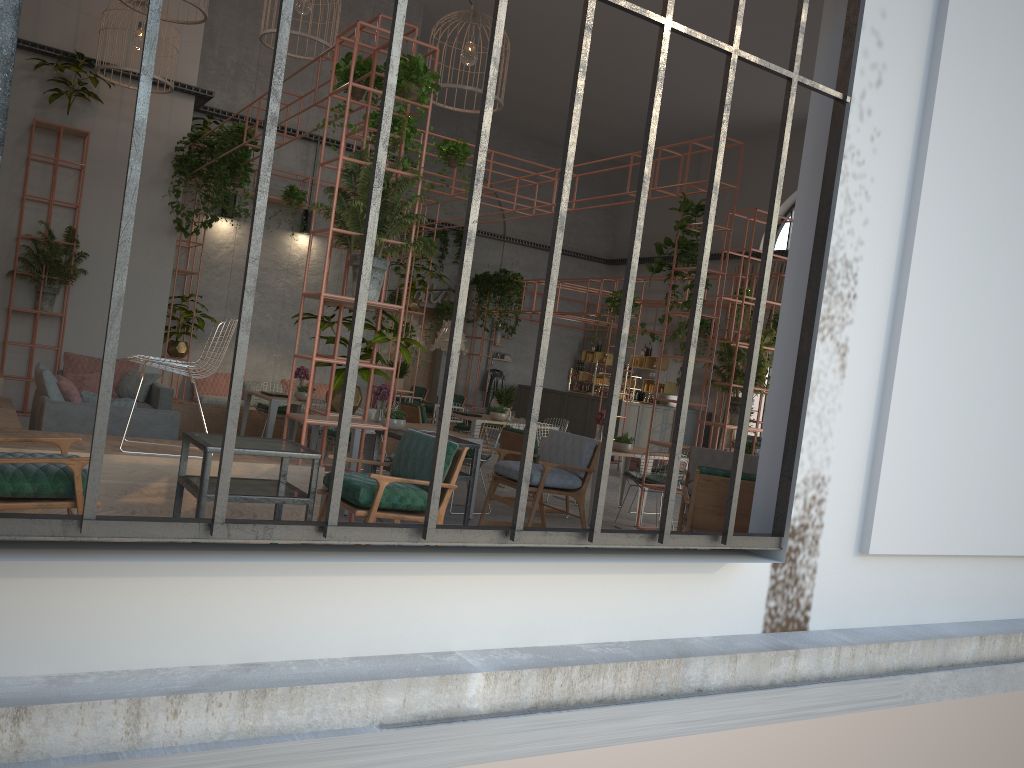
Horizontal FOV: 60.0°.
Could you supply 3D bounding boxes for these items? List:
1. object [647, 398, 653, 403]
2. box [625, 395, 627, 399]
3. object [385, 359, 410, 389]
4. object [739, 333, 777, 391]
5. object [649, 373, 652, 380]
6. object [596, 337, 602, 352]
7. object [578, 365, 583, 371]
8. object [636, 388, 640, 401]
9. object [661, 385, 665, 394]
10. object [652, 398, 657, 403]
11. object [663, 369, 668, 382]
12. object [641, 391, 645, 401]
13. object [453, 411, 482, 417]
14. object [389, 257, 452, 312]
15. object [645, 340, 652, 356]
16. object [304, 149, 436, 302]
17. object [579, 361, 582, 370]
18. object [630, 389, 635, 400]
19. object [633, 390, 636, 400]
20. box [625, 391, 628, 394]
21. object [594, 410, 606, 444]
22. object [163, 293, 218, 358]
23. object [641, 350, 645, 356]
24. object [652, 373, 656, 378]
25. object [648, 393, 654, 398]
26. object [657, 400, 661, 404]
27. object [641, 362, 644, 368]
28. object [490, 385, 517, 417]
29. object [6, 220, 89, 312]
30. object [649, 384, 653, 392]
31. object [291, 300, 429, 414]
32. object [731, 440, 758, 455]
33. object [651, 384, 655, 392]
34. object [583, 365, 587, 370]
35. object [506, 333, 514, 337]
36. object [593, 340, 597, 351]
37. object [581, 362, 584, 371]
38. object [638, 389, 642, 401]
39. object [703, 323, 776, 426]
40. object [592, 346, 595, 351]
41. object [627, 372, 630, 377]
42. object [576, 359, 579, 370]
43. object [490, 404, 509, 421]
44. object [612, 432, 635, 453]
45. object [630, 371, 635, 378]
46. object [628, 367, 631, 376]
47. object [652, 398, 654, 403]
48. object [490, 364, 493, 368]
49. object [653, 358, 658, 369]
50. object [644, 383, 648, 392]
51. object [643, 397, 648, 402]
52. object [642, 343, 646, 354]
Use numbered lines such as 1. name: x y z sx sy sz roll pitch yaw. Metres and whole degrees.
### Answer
1. object: 3.129 0.372 20.119 0.115 0.107 0.115 8 1 25
2. box: 2.670 0.303 20.846 0.058 0.093 0.122 7 1 -32
3. object: -1.820 -0.179 14.187 0.438 0.527 0.368 7 1 -32
4. object: 3.839 -0.358 13.426 0.923 0.946 0.924 8 1 24
5. object: 3.165 -0.180 20.201 0.083 0.159 0.083 8 1 13
6. object: 2.188 -0.991 22.176 0.134 0.386 0.134 8 1 2
7. object: 1.739 -0.412 22.549 0.115 0.147 0.115 8 1 13
8. object: 2.908 0.241 20.501 0.066 0.291 0.066 9 1 43
9. object: 3.393 0.119 19.793 0.131 0.207 0.131 8 1 13
10. object: 3.234 0.385 20.184 0.115 0.107 0.115 7 1 -26
11. object: 3.461 -0.192 19.964 0.075 0.273 0.075 7 1 -43
12. object: 3.049 0.261 20.598 0.074 0.287 0.072 8 1 0
13. object: -0.647 0.434 12.832 0.268 0.031 0.427 7 1 -32
14. object: -1.490 -1.615 14.145 0.934 0.947 0.903 8 1 20
15. object: 3.181 -0.825 20.541 0.134 0.386 0.134 7 1 -43
16. object: -0.979 -1.139 6.325 0.894 1.101 0.900 8 1 23
17. object: 1.746 -0.485 22.671 0.066 0.291 0.066 7 1 -25
18. object: 2.810 0.247 20.657 0.072 0.248 0.094 7 1 -32
19. object: 2.858 0.255 20.568 0.082 0.246 0.082 8 1 1
20. box: 2.715 0.215 20.868 0.058 0.093 0.122 7 1 -20
21. object: 1.104 0.529 10.920 0.213 0.414 0.225 7 1 -39
22. object: -4.613 -0.829 12.361 0.934 0.919 0.903 8 1 30
23. object: 3.027 -0.713 20.495 0.088 0.123 0.088 8 1 25
24. object: 3.212 -0.172 20.123 0.083 0.159 0.083 8 1 13
25. object: 3.166 0.270 20.205 0.115 0.107 0.115 8 1 25
26. object: 3.340 0.388 20.162 0.073 0.131 0.073 7 1 -39
27. object: 3.040 -0.437 20.488 0.123 0.142 0.141 7 1 -32
28. object: -0.122 0.253 12.944 0.438 0.527 0.368 7 1 -32
29. object: -5.726 -1.445 10.991 0.894 1.097 0.900 8 1 -2
30. object: 3.149 0.088 20.111 0.069 0.191 0.069 8 1 4
31. object: -1.171 -0.229 6.780 0.934 0.923 0.903 8 1 25
32. object: 3.533 1.079 13.490 0.438 0.527 0.368 7 1 -32
33. object: 3.196 0.096 20.033 0.069 0.191 0.069 8 1 -14
34. object: 1.851 -0.397 22.617 0.115 0.147 0.115 8 1 13
35. object: -0.069 -1.209 21.766 0.263 0.101 0.013 7 1 -32
36. object: 2.114 -0.962 22.359 0.134 0.301 0.134 7 1 -43
37. object: 1.816 -0.476 22.712 0.066 0.291 0.066 8 1 8
38. object: 2.981 0.255 20.553 0.065 0.280 0.065 8 1 12
39. object: 2.524 -0.094 9.628 0.894 1.100 0.900 8 1 -2
40. object: 2.034 -0.879 22.130 0.088 0.123 0.088 8 1 25
41. object: 2.732 -0.246 20.913 0.115 0.147 0.115 7 1 -23
42. object: 1.682 -0.493 22.631 0.066 0.291 0.066 8 1 28
43. object: -0.184 0.395 12.504 0.248 0.247 0.254 7 1 -32
44. object: 1.266 0.662 10.144 0.247 0.247 0.252 7 1 -32
45. object: 2.843 -0.232 20.982 0.115 0.147 0.115 7 1 -23
46. object: 2.809 -0.311 21.077 0.066 0.291 0.066 8 1 8
47. object: 3.221 0.374 20.082 0.073 0.131 0.073 7 1 -39
48. object: -0.497 -0.456 21.635 0.093 0.121 0.049 7 1 -29
49. object: 3.297 -0.456 20.197 0.137 0.261 0.137 8 1 4
50. object: 3.065 0.074 20.250 0.069 0.191 0.069 7 1 -20
51. object: 3.062 0.361 20.230 0.115 0.107 0.115 7 1 -34
52. object: 3.106 -0.796 20.724 0.134 0.301 0.134 7 1 -43
